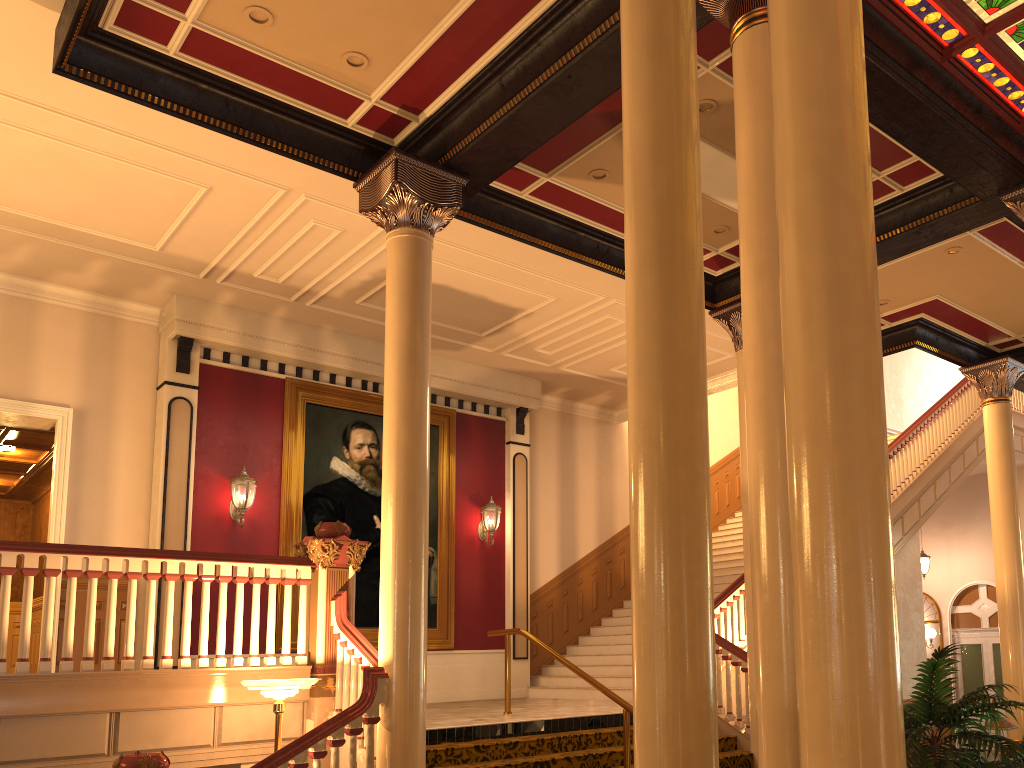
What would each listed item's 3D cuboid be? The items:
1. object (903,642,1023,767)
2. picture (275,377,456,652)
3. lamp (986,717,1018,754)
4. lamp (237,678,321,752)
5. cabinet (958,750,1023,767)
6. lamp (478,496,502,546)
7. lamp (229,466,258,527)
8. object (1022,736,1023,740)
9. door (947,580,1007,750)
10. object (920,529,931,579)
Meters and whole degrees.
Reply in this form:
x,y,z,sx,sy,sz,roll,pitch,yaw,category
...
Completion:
x,y,z,sx,sy,sz,roll,pitch,yaw,category
1.785,2.103,3.434,1.009,2.100,1.136,-9,-13,39,object
-1.830,1.807,11.585,2.671,3.368,0.054,8,-12,-39,picture
5.769,4.149,10.274,0.335,0.409,0.312,9,-15,-41,lamp
-1.677,3.114,6.158,0.565,1.964,0.610,-6,-10,33,lamp
5.521,4.702,9.942,1.317,0.845,0.539,11,-15,-38,cabinet
-0.322,1.994,12.625,0.333,0.713,0.386,7,-13,-38,lamp
-3.205,1.339,10.311,0.333,0.713,0.386,7,-13,-38,lamp
6.838,4.585,10.589,1.003,1.401,1.152,1,-12,-9,object
9.815,5.799,17.972,0.211,3.395,1.443,5,-11,-37,door
-0.201,0.278,5.450,0.651,4.191,31.615,-6,-17,33,object
